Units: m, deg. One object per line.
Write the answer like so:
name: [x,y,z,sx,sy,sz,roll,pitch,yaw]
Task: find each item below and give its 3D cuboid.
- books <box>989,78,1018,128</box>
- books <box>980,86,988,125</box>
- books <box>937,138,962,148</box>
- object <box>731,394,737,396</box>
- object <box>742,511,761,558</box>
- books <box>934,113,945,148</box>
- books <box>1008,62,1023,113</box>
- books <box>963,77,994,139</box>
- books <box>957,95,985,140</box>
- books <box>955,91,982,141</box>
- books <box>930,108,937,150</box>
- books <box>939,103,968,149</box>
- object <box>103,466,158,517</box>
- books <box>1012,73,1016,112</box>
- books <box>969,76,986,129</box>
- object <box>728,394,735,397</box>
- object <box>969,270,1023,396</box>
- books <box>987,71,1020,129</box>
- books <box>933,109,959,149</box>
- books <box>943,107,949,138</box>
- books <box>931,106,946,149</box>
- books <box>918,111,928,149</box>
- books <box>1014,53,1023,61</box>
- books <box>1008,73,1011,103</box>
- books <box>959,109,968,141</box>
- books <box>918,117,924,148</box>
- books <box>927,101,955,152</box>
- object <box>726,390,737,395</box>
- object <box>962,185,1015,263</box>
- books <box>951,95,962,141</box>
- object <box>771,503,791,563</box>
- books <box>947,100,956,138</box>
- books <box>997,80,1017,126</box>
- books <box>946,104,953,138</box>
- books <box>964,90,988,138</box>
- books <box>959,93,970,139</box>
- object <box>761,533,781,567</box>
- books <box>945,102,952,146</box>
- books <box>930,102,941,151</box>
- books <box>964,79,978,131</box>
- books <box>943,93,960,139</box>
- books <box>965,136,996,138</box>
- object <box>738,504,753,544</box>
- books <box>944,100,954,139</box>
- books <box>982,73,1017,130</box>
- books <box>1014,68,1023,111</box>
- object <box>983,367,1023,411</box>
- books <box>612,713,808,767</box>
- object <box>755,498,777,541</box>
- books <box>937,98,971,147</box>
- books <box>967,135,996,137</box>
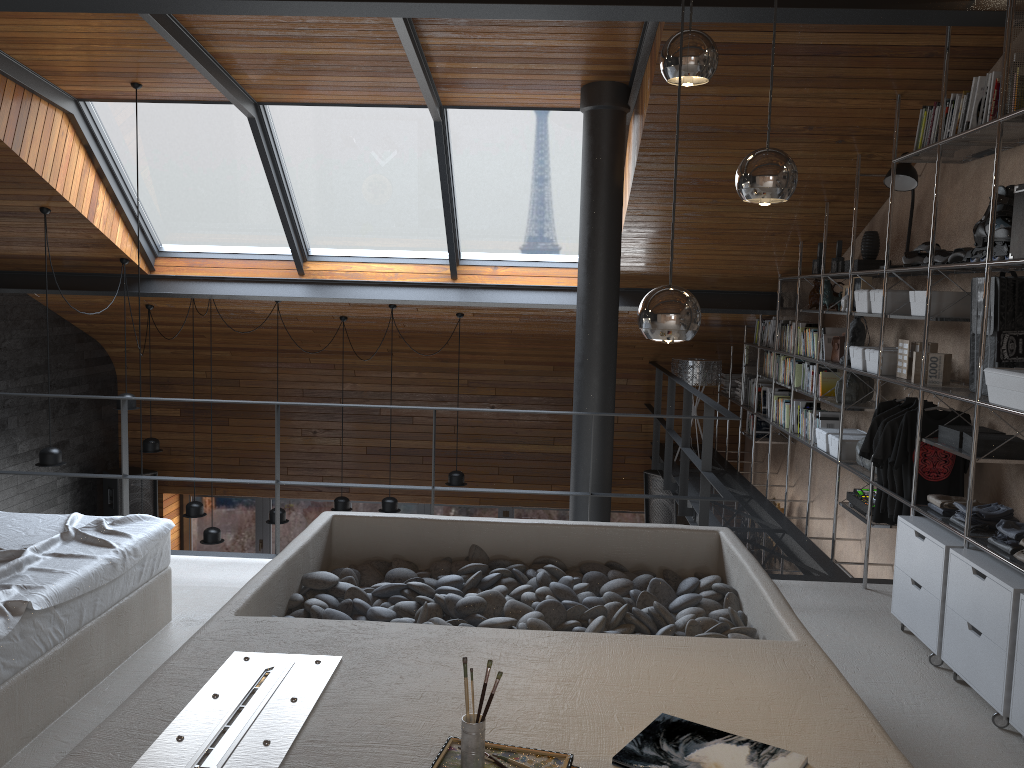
books: [2.125,-1.199,3.786,0.143,0.199,0.054,2,6,2]
books: [2.125,-1.204,3.875,0.131,0.178,0.057,2,6,2]
books: [2.139,-1.253,4.298,0.125,0.204,0.072,2,6,2]
object: [2.322,0.106,8.984,0.226,0.012,0.159,2,6,2]
object: [2.291,1.541,8.548,0.305,0.839,0.237,2,6,5]
books: [2.130,-1.239,4.321,0.119,0.169,0.058,2,6,2]
books: [2.107,-1.201,3.634,0.129,0.231,0.010,2,6,2]
books: [2.149,-1.255,4.037,0.143,0.264,0.088,2,6,2]
books: [2.133,-1.227,4.086,0.126,0.194,0.064,2,6,2]
books: [2.131,-1.239,4.097,0.133,0.215,0.070,2,6,3]
books: [2.142,-1.258,4.380,0.127,0.197,0.063,2,6,2]
books: [2.165,-1.264,4.345,0.177,0.214,0.064,2,6,3]
object: [-4.218,2.093,9.625,0.686,2.298,0.639,6,8,40]
books: [2.115,-1.174,3.624,0.131,0.181,0.014,2,6,2]
books: [2.113,-1.234,3.914,0.148,0.229,0.073,2,6,2]
object: [2.306,0.119,8.982,0.201,0.012,0.161,2,6,2]
object: [2.165,-0.225,3.918,0.188,0.559,0.337,2,6,7]
books: [2.129,-1.219,3.811,0.148,0.234,0.033,2,6,2]
books: [2.136,-1.253,4.328,0.127,0.197,0.063,2,6,2]
books: [2.116,-1.231,4.234,0.111,0.171,0.056,2,6,2]
books: [2.129,-1.255,4.340,0.127,0.197,0.063,2,6,2]
books: [2.163,-1.281,4.522,0.149,0.202,0.067,2,6,2]
books: [2.127,-1.220,3.647,0.143,0.268,0.020,2,6,2]
books: [2.119,-1.192,3.680,0.148,0.206,0.018,2,6,2]
books: [2.139,-1.230,4.127,0.120,0.186,0.064,2,6,2]
books: [2.157,-1.271,4.539,0.131,0.178,0.057,2,6,2]
books: [2.153,-1.280,4.410,0.143,0.233,0.081,2,6,2]
object: [2.319,0.088,8.972,0.262,0.025,0.176,2,6,2]
object: [2.137,-0.693,3.855,0.174,0.342,0.416,2,6,7]
books: [2.133,-1.238,4.141,0.131,0.202,0.068,2,6,2]
object: [2.298,1.259,7.591,0.215,0.458,0.328,2,6,7]
books: [2.132,-1.236,4.172,0.138,0.189,0.065,2,6,2]
books: [2.136,-1.199,3.751,0.148,0.206,0.014,2,6,2]
books: [2.119,-1.228,4.189,0.112,0.173,0.054,2,6,2]
books: [2.129,-1.232,4.029,0.117,0.218,0.073,2,6,2]
books: [2.131,-1.229,4.069,0.123,0.201,0.071,2,6,2]
object: [2.147,1.373,7.347,0.208,0.280,0.131,0,6,-16]
books: [2.126,-1.244,4.248,0.111,0.194,0.059,2,6,2]
books: [2.156,-1.274,4.396,0.129,0.226,0.069,2,6,2]
books: [2.115,-1.238,3.960,0.148,0.229,0.073,2,6,2]
books: [2.125,-1.255,4.202,0.122,0.227,0.076,2,6,2]
books: [2.141,-1.221,4.017,0.137,0.197,0.063,2,6,2]
object: [2.282,1.491,8.813,0.244,0.879,0.244,5,7,31]
books: [2.117,-1.239,4.194,0.111,0.194,0.059,2,6,2]
books: [2.125,-1.220,3.834,0.148,0.232,0.053,2,6,2]
books: [2.117,-1.183,3.606,0.129,0.203,0.021,2,6,2]
object: [2.090,0.029,3.425,0.343,0.147,0.445,2,6,2]
books: [0.433,0.820,1.933,0.347,0.019,0.260,6,7,34]
object: [2.279,1.219,8.040,0.207,0.442,0.328,1,6,-5]
books: [2.149,-1.258,4.276,0.161,0.220,0.074,2,6,2]
books: [2.135,-1.227,3.995,0.155,0.212,0.073,2,6,2]
